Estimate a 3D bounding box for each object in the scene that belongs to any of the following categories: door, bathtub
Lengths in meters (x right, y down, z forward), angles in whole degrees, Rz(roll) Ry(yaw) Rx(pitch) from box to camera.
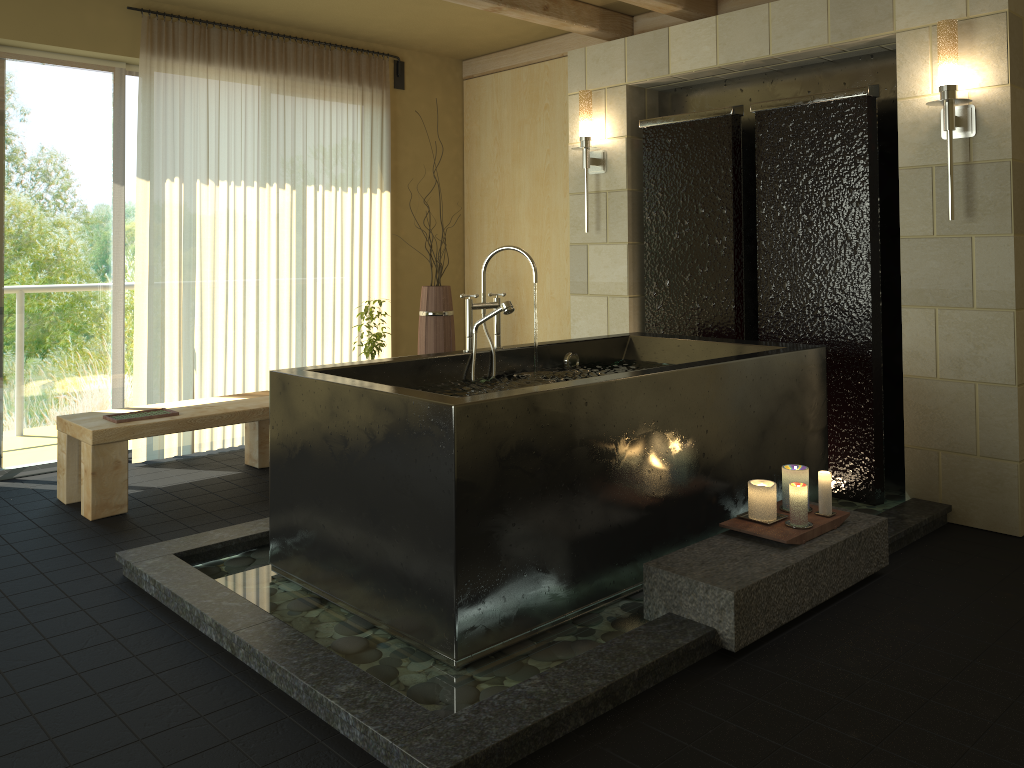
[{"bbox_3d":[-2.512,0.099,4.811,1.028,2.352,0.062,-6,9,-44],"label":"door"},{"bbox_3d":[0.254,0.579,3.583,2.119,1.167,1.060,-2,3,-43],"label":"bathtub"}]

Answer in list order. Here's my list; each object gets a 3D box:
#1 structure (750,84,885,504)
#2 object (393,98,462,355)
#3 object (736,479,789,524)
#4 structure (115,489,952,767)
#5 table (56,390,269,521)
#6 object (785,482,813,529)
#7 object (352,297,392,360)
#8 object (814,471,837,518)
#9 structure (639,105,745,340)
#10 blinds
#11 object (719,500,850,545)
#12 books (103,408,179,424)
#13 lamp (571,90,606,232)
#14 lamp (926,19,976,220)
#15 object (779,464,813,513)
[{"bbox_3d":[1.475,0.287,4.250,0.093,2.085,0.635,-7,10,-43],"label":"structure"},{"bbox_3d":[-0.548,0.157,5.574,0.468,2.198,0.453,0,7,7],"label":"object"},{"bbox_3d":[0.876,0.898,3.161,0.130,0.125,0.130,-3,4,-43],"label":"object"},{"bbox_3d":[0.602,1.325,3.952,3.778,0.636,1.962,0,0,-43],"label":"structure"},{"bbox_3d":[-1.632,1.034,4.552,1.118,0.401,0.510,-1,2,-43],"label":"table"},{"bbox_3d":[0.976,0.888,3.077,0.090,0.141,0.090,4,7,42],"label":"object"},{"bbox_3d":[-0.840,0.773,5.305,0.242,0.937,0.261,-1,7,-5],"label":"object"},{"bbox_3d":[1.107,0.883,3.190,0.055,0.153,0.055,-6,9,-43],"label":"object"},{"bbox_3d":[0.980,0.298,4.773,0.093,2.085,0.635,-7,10,-43],"label":"structure"},{"bbox_3d":[-1.452,-0.061,5.477,1.928,2.600,0.063,-5,8,-43],"label":"blinds"},{"bbox_3d":[0.958,0.975,3.171,0.438,0.031,0.253,0,-1,-43],"label":"object"},{"bbox_3d":[-1.787,0.825,4.287,0.292,0.014,0.180,0,-1,-43],"label":"books"},{"bbox_3d":[0.442,-0.490,5.011,0.186,0.844,0.174,-7,10,-43],"label":"lamp"},{"bbox_3d":[1.837,-0.521,3.537,0.186,0.844,0.174,-7,10,-43],"label":"lamp"},{"bbox_3d":[1.024,0.883,3.253,0.112,0.155,0.111,4,6,42],"label":"object"}]
